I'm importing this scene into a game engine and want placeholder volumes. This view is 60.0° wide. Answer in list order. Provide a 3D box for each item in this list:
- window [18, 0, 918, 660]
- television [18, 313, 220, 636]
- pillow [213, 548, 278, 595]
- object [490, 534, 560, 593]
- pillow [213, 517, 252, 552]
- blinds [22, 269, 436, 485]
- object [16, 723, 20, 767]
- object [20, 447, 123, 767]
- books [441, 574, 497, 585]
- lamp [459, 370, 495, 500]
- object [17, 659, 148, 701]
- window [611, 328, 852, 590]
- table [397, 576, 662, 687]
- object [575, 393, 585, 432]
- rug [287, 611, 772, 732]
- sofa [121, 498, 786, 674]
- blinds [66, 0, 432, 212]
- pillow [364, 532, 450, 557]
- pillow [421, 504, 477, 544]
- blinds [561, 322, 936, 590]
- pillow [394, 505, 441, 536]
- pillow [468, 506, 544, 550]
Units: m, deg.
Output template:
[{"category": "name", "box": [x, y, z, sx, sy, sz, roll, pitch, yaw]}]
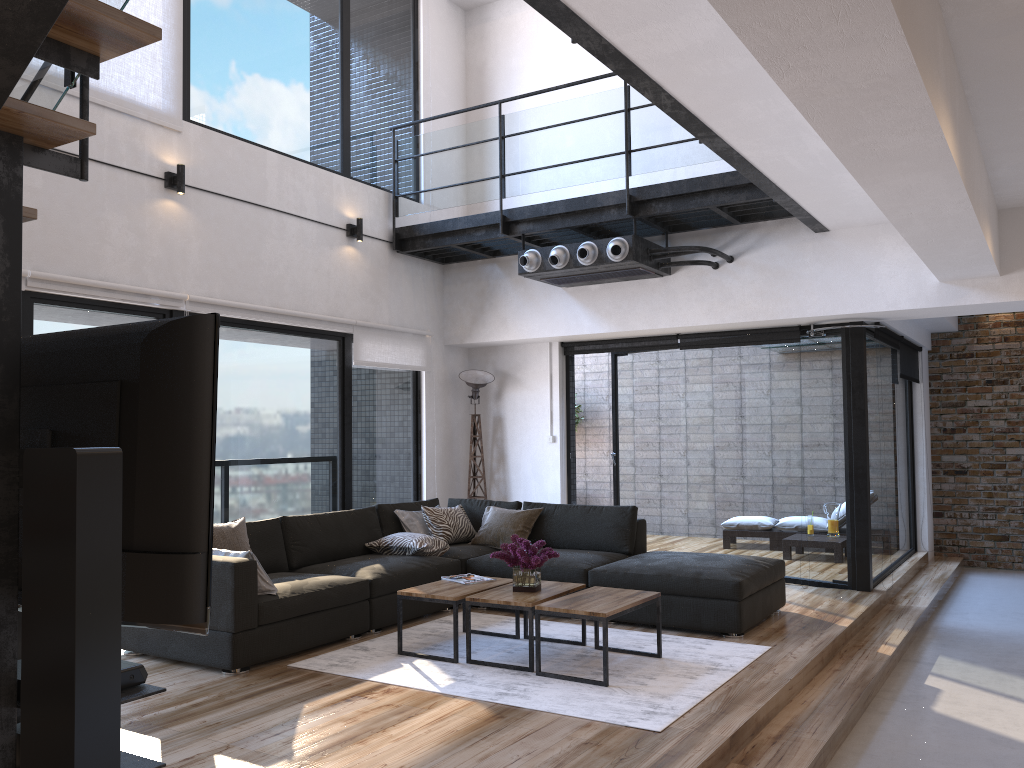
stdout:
[{"category": "window", "box": [-0.799, -1.089, 4.739, 5.665, 5.563, 13.403, -2, -4, 32]}, {"category": "television", "box": [-1.241, 0.241, 2.372, 1.207, 0.783, 0.136, -3, -3, 32]}, {"category": "pillow", "box": [-1.522, 1.029, 4.894, 0.499, 0.265, 0.212, -3, -3, 32]}, {"category": "object", "box": [0.085, 0.970, 4.913, 0.375, 0.342, 0.342, -3, -3, 33]}, {"category": "pillow", "box": [-1.730, 0.983, 5.202, 0.265, 0.382, 0.609, -2, -3, 32]}, {"category": "blinds", "box": [-2.074, 0.437, 5.733, 0.096, 2.042, 5.371, -2, -3, 32]}, {"category": "object", "box": [-1.261, 0.961, 2.330, 0.247, 0.112, 0.089, -3, -3, 32]}, {"category": "object", "box": [-0.681, 0.702, 1.368, 0.271, 1.205, 0.271, -2, -3, 22]}, {"category": "books", "box": [-0.258, 1.159, 5.271, 0.229, 0.013, 0.295, 2, -4, -37]}, {"category": "lamp", "box": [-0.424, 0.750, 7.693, 0.425, 1.826, 1.469, -1, -3, 17]}, {"category": "object", "box": [-1.216, 0.792, 2.401, 0.360, 0.058, 0.275, -3, -4, 32]}, {"category": "window", "box": [1.791, 0.628, 7.741, 0.100, 2.049, 2.449, 1, -4, -41]}, {"category": "table", "box": [0.097, 1.314, 4.872, 1.298, 0.350, 0.697, -3, -4, 32]}, {"category": "object", "box": [0.520, 0.919, 11.289, 0.812, 1.861, 0.801, 0, -3, -15]}, {"category": "rug", "box": [0.134, 1.488, 4.850, 2.114, 0.003, 1.637, -3, -4, 32]}, {"category": "sofa", "box": [-0.192, 1.183, 5.547, 2.999, 0.700, 3.045, -3, -4, 32]}, {"category": "blinds", "box": [-2.600, -2.524, 3.292, 1.995, 2.973, 10.210, -1, -3, 10]}, {"category": "pillow", "box": [-0.754, 1.162, 6.368, 0.531, 0.177, 0.356, -2, -4, 30]}, {"category": "pillow", "box": [-0.479, 1.081, 6.866, 0.250, 0.314, 0.532, -3, -4, 36]}, {"category": "blinds", "box": [2.516, 0.597, 7.609, 3.861, 2.051, 1.830, 0, -3, -14]}, {"category": "pillow", "box": [-0.646, 1.107, 6.893, 0.235, 0.294, 0.612, -2, -4, 32]}, {"category": "pillow", "box": [-0.056, 1.101, 6.777, 0.547, 0.309, 0.273, -2, -3, 31]}]
